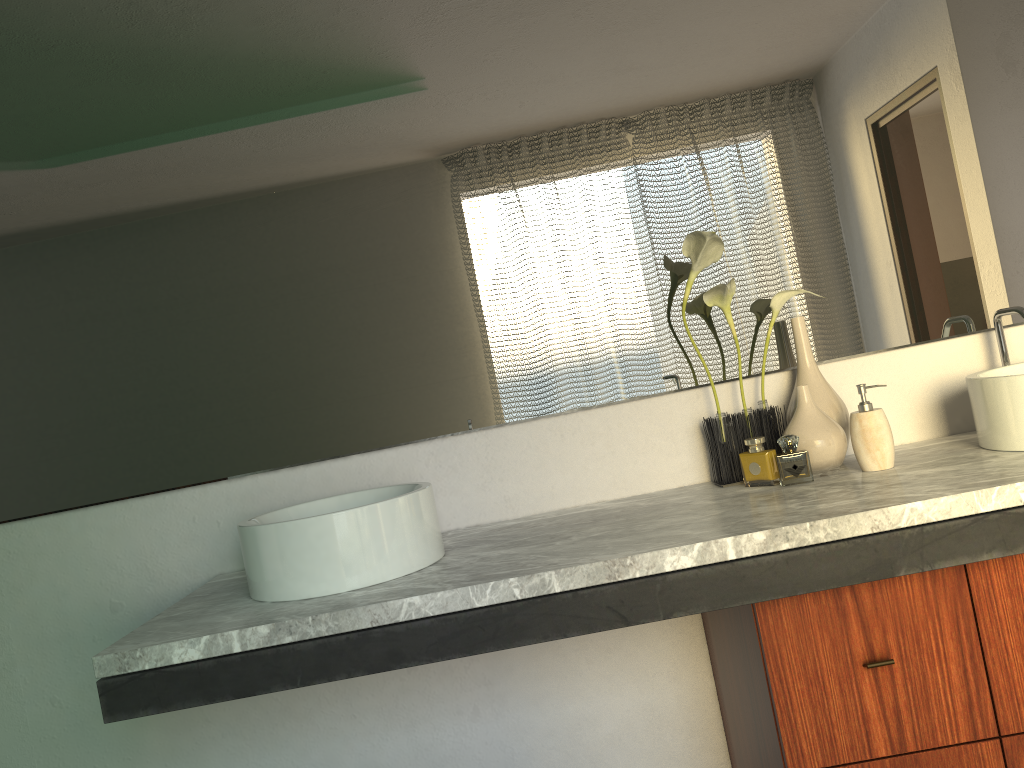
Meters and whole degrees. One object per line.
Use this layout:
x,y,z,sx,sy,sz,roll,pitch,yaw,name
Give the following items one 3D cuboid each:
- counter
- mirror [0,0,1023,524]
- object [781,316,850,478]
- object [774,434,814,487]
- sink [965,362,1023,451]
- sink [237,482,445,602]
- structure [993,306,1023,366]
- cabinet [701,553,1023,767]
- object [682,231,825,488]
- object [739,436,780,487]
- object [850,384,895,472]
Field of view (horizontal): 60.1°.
0.487,0.242,1.573,2.263,0.101,0.586,-11,0,2,counter
-0.127,-0.477,1.889,4.086,1.152,0.017,-11,-1,2,mirror
0.581,0.020,1.737,0.122,0.305,0.235,-12,-1,27,object
0.514,0.138,1.626,0.058,0.090,0.038,-11,-1,11,object
1.017,0.020,1.568,0.351,0.131,0.363,-11,0,-22,sink
-0.310,0.281,1.618,0.358,0.131,0.356,-11,0,3,sink
0.977,-0.027,1.734,0.066,0.242,0.164,-11,-1,3,structure
0.750,0.544,1.598,0.660,0.600,0.511,-11,-1,1,cabinet
0.484,-0.063,1.774,0.239,0.504,0.191,-11,-1,-21,object
0.470,0.148,1.687,0.038,0.092,0.067,-11,-1,-39,object
0.654,0.078,1.620,0.070,0.158,0.071,-11,-1,-16,object
